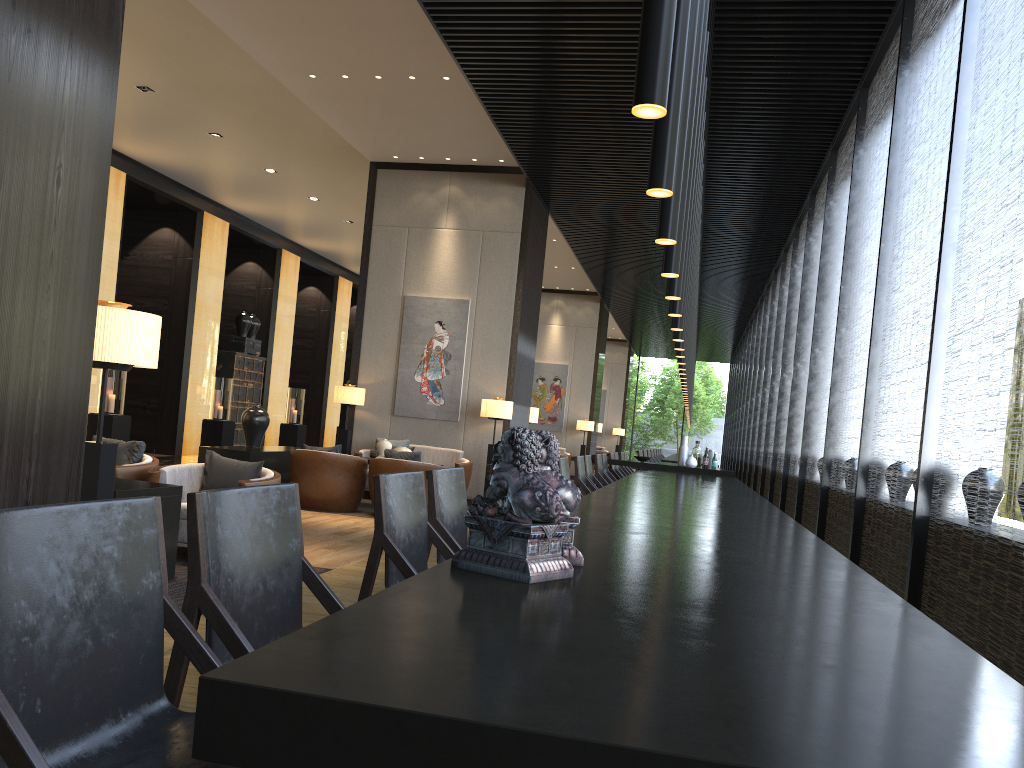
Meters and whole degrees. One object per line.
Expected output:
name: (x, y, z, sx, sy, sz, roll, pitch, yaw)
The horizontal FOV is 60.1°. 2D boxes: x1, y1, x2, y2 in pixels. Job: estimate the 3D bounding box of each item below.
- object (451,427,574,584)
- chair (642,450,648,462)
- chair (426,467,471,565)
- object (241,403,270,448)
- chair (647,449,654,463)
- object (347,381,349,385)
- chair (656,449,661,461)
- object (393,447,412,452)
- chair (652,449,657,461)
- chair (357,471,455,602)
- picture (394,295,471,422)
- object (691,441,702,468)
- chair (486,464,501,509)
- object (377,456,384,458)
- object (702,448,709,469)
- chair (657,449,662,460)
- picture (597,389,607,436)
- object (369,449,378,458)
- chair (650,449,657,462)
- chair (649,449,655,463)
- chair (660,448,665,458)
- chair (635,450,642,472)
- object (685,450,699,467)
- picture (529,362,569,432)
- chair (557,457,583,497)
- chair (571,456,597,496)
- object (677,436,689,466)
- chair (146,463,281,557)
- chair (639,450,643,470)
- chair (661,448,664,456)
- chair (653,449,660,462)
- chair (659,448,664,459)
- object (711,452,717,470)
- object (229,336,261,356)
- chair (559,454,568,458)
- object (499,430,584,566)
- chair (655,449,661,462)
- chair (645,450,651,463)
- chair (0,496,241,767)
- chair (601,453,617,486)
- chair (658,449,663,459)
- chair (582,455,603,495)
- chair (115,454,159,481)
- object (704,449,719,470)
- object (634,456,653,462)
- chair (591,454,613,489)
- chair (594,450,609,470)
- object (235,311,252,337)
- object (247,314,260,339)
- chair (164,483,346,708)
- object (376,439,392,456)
object: (0.015, 0.247, 1.897, 0.208, 0.313, 0.164, 5, 0, 37)
chair: (2.855, 1.777, 18.098, 0.562, 0.827, 0.526, 5, 0, 12)
chair: (-0.108, 0.764, 3.501, 0.562, 0.827, 0.526, 5, 0, 12)
object: (-2.875, 0.461, 9.903, 0.311, 0.493, 0.312, 5, -1, 30)
chair: (3.182, 1.889, 19.712, 0.562, 0.827, 0.526, 5, 0, 12)
object: (-2.120, 0.059, 11.815, 0.176, 0.246, 0.116, 5, 0, 12)
chair: (4.164, 2.225, 24.552, 0.562, 0.827, 0.526, 5, 0, 12)
object: (-1.220, 0.783, 9.830, 0.245, 0.168, 0.246, 5, -2, 14)
chair: (3.624, 2.040, 21.889, 0.562, 0.827, 0.526, 5, 0, 12)
chair: (-0.222, 0.724, 2.937, 0.562, 0.827, 0.526, 5, 0, 12)
picture: (-0.990, -0.321, 10.965, 0.834, 1.502, 0.037, 5, 1, 11)
object: (2.125, 0.806, 10.191, 0.129, 0.305, 0.129, 5, 0, -2)
chair: (0.099, 0.834, 4.519, 0.562, 0.827, 0.526, 5, 0, 12)
object: (-1.374, 0.815, 9.661, 0.174, 0.051, 0.138, 5, -2, 7)
object: (2.194, 0.838, 10.010, 0.067, 0.237, 0.067, 5, 0, 5)
chair: (4.279, 2.265, 25.116, 0.562, 0.827, 0.526, 5, 0, 12)
picture: (2.580, 0.901, 28.558, 0.834, 1.502, 0.037, 5, 1, 11)
object: (-1.555, 0.781, 9.932, 0.092, 0.112, 0.091, 6, -1, -26)
chair: (3.509, 2.001, 21.325, 0.562, 0.827, 0.526, 5, 0, 12)
chair: (3.296, 1.928, 20.275, 0.562, 0.827, 0.526, 5, 0, 12)
chair: (4.819, 2.449, 27.779, 0.562, 0.827, 0.526, 5, 0, 12)
chair: (2.527, 1.665, 16.485, 0.562, 0.827, 0.526, 5, 0, 12)
object: (2.039, 0.834, 10.036, 0.136, 0.217, 0.136, 5, 0, -1)
picture: (0.788, 0.288, 19.728, 0.834, 1.502, 0.037, 5, 1, 11)
chair: (0.534, 0.983, 6.665, 0.562, 0.827, 0.526, 5, 0, 12)
chair: (0.736, 1.052, 7.658, 0.562, 0.827, 0.526, 5, 0, 12)
object: (1.973, 0.771, 10.177, 0.113, 0.344, 0.113, 5, 0, 7)
chair: (-1.833, 0.811, 5.536, 0.803, 0.604, 0.607, 5, -1, 12)
chair: (2.642, 1.704, 17.048, 0.562, 0.827, 0.526, 5, 0, 12)
chair: (4.934, 2.489, 28.343, 0.562, 0.827, 0.526, 5, 0, 12)
chair: (3.837, 2.113, 22.939, 0.562, 0.827, 0.526, 5, 0, 12)
chair: (4.606, 2.377, 26.729, 0.562, 0.827, 0.526, 5, 0, 12)
object: (2.276, 0.863, 9.952, 0.056, 0.197, 0.056, 6, 0, 13)
object: (-5.095, -0.721, 16.945, 0.365, 0.315, 0.607, 5, -2, 12)
chair: (0.689, 1.652, 17.535, 0.803, 0.604, 0.607, 5, -1, 12)
object: (0.069, 0.266, 2.142, 0.207, 0.310, 0.162, 6, 0, -8)
chair: (3.951, 2.152, 23.502, 0.562, 0.827, 0.526, 5, 0, 12)
chair: (2.969, 1.816, 18.662, 0.562, 0.827, 0.526, 5, 0, 12)
chair: (-0.543, 0.615, 1.355, 0.562, 0.827, 0.526, 5, 0, 12)
chair: (1.166, 1.199, 9.778, 0.562, 0.827, 0.526, 5, 0, 12)
chair: (4.492, 2.337, 26.166, 0.562, 0.827, 0.526, 5, 0, 12)
chair: (0.850, 1.091, 8.221, 0.562, 0.827, 0.526, 5, 0, 12)
chair: (-2.668, 0.739, 5.706, 0.803, 0.604, 0.607, 5, -1, 12)
object: (2.273, 0.859, 10.107, 0.168, 0.219, 0.169, 5, -1, 7)
object: (1.514, 0.874, 10.251, 0.227, 0.067, 0.228, 5, -3, 14)
chair: (1.052, 1.160, 9.214, 0.562, 0.827, 0.526, 5, 0, 12)
chair: (2.484, 2.267, 26.381, 0.803, 0.604, 0.607, 5, -1, 12)
object: (-5.096, -1.136, 16.788, 0.312, 0.493, 0.311, 6, 0, -22)
object: (-5.030, -1.114, 17.114, 0.311, 0.493, 0.311, 6, 0, -7)
chair: (-0.429, 0.654, 1.919, 0.562, 0.827, 0.526, 5, 0, 12)
object: (-1.420, 0.726, 9.814, 0.171, 0.236, 0.170, 6, -1, -43)
